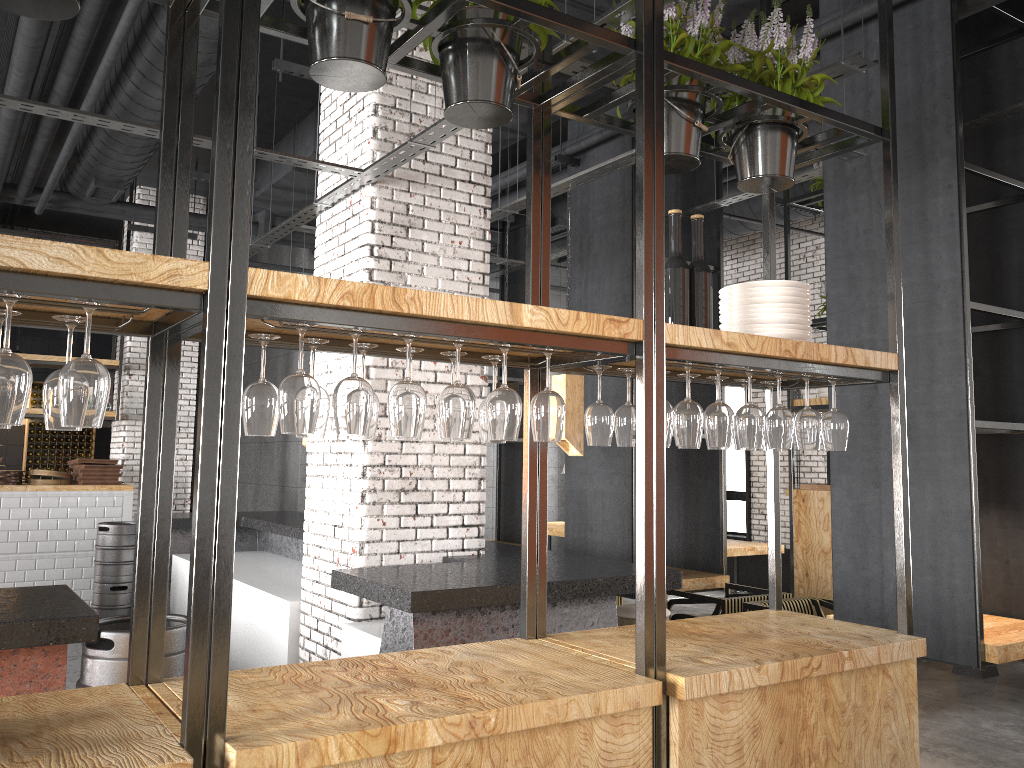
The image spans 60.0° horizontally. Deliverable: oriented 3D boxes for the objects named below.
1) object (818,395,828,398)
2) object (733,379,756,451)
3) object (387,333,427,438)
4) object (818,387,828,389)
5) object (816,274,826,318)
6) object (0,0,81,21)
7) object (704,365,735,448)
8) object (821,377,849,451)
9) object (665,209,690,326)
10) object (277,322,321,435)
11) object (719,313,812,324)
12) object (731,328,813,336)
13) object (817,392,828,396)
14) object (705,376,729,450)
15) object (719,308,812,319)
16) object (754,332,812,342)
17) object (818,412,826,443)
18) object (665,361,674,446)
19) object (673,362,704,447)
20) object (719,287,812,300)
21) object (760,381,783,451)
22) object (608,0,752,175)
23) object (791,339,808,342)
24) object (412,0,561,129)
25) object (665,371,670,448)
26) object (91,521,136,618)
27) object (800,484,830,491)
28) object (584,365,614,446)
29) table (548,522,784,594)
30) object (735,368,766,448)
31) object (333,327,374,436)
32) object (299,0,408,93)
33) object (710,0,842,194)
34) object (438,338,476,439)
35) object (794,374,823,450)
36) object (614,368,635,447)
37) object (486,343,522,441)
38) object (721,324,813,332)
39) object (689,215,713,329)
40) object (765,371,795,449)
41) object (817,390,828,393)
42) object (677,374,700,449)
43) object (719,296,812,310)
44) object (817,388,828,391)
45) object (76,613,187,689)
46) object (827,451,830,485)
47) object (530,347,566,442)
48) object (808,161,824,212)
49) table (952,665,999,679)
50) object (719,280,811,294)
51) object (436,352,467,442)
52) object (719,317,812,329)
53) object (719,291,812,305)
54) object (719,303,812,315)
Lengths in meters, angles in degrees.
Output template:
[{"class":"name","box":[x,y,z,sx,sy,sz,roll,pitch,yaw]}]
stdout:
[{"class":"object","box":[2.852,0.119,7.764,0.335,0.033,0.334,0,-5,5]},{"class":"object","box":[0.885,0.118,3.367,0.101,0.268,0.101,-1,-6,20]},{"class":"object","box":[-0.267,0.003,2.273,0.101,0.268,0.101,3,-6,-19]},{"class":"object","box":[2.853,0.041,7.773,0.334,0.039,0.334,-1,-6,23]},{"class":"object","box":[2.962,-0.600,7.906,0.467,0.560,0.415,-1,-6,22]},{"class":"object","box":[-1.126,-1.176,2.095,0.416,0.560,0.466,-3,-7,33]},{"class":"object","box":[0.674,0.072,2.888,0.101,0.268,0.101,-1,-6,20]},{"class":"object","box":[1.166,0.108,3.209,0.101,0.268,0.101,-1,-6,20]},{"class":"object","box":[0.568,-0.370,3.078,0.098,0.472,0.098,-1,-7,19]},{"class":"object","box":[-0.506,-0.014,2.117,0.101,0.268,0.101,3,-6,-19]},{"class":"object","box":[0.946,-0.226,3.313,0.334,0.040,0.334,2,-5,-11]},{"class":"object","box":[0.946,-0.168,3.307,0.334,0.037,0.334,-1,-6,23]},{"class":"object","box":[2.852,0.099,7.767,0.334,0.046,0.334,-3,-6,37]},{"class":"object","box":[0.762,0.109,3.286,0.101,0.268,0.101,-1,-6,20]},{"class":"object","box":[0.946,-0.242,3.315,0.334,0.039,0.334,3,-6,-25]},{"class":"object","box":[0.944,-0.149,3.306,0.334,0.046,0.334,-3,-6,37]},{"class":"object","box":[2.739,0.384,7.822,0.101,0.268,0.100,1,-6,3]},{"class":"object","box":[0.451,0.056,2.742,0.101,0.268,0.100,1,-6,3]},{"class":"object","box":[0.558,0.063,2.812,0.101,0.268,0.100,1,-6,3]},{"class":"object","box":[0.947,-0.319,3.323,0.334,0.039,0.334,-2,-6,32]},{"class":"object","box":[1.008,0.127,3.447,0.101,0.268,0.101,-1,-6,20]},{"class":"object","box":[0.559,-1.054,3.178,0.467,0.560,0.415,4,-6,-25]},{"class":"object","box":[0.945,-0.129,3.303,0.334,0.033,0.334,3,-6,-25]},{"class":"object","box":[-0.105,-1.101,2.759,0.416,0.560,0.466,-2,-6,24]},{"class":"object","box":[0.516,0.091,3.125,0.101,0.268,0.101,-1,-6,20]},{"class":"object","box":[-3.534,1.764,7.927,0.399,1.037,0.397,1,-6,2]},{"class":"object","box":[2.813,0.903,7.721,0.411,0.050,0.411,4,-6,-34]},{"class":"object","box":[0.294,0.074,2.980,0.101,0.268,0.100,1,-6,3]},{"class":"table","box":[1.452,2.270,11.222,0.999,0.765,4.130,4,-6,-33]},{"class":"object","box":[0.797,0.081,2.968,0.101,0.268,0.101,-1,-6,20]},{"class":"object","box":[-0.390,-0.006,2.192,0.101,0.268,0.101,3,-6,-19]},{"class":"object","box":[-0.453,-1.130,2.497,0.467,0.560,0.415,0,-6,6]},{"class":"object","box":[0.968,-1.030,3.384,0.467,0.560,0.416,6,-7,-39]},{"class":"object","box":[-0.144,0.012,2.353,0.101,0.268,0.101,3,-6,-19]},{"class":"object","box":[1.043,0.099,3.129,0.101,0.268,0.101,-1,-6,20]},{"class":"object","box":[0.401,0.082,3.050,0.101,0.268,0.100,1,-6,3]},{"class":"object","box":[-0.021,0.021,2.434,0.101,0.268,0.101,3,-6,-19]},{"class":"object","box":[0.945,-0.188,3.309,0.334,0.040,0.334,-1,-5,20]},{"class":"object","box":[0.658,-0.364,3.137,0.098,0.472,0.098,-1,-7,19]},{"class":"object","box":[0.920,0.090,3.048,0.101,0.268,0.101,-1,-6,20]},{"class":"object","box":[2.853,0.080,7.768,0.334,0.037,0.334,-1,-6,23]},{"class":"object","box":[0.639,0.100,3.206,0.101,0.268,0.101,-1,-6,20]},{"class":"object","box":[0.946,-0.281,3.320,0.334,0.041,0.334,-2,-6,26]},{"class":"object","box":[2.853,0.060,7.770,0.334,0.040,0.334,-1,-5,20]},{"class":"object","box":[-1.346,1.371,3.142,0.399,1.037,0.397,1,-6,2]},{"class":"object","box":[2.787,0.620,7.593,0.106,0.555,0.156,5,-7,-34]},{"class":"object","box":[0.102,0.030,2.514,0.101,0.268,0.101,3,-6,-19]},{"class":"object","box":[2.947,-1.712,8.058,0.416,0.560,0.466,-3,-7,31]},{"class":"table","box":[4.222,1.975,7.440,2.114,0.765,0.999,4,-6,-33]},{"class":"object","box":[0.947,-0.339,3.326,0.334,0.039,0.334,-2,-6,30]},{"class":"object","box":[-0.179,0.040,2.671,0.101,0.268,0.101,3,-6,-19]},{"class":"object","box":[0.945,-0.207,3.312,0.334,0.039,0.334,-1,-6,23]},{"class":"object","box":[0.946,-0.300,3.322,0.334,0.044,0.334,-2,-6,27]},{"class":"object","box":[0.946,-0.261,3.317,0.334,0.043,0.334,-3,-7,40]}]
